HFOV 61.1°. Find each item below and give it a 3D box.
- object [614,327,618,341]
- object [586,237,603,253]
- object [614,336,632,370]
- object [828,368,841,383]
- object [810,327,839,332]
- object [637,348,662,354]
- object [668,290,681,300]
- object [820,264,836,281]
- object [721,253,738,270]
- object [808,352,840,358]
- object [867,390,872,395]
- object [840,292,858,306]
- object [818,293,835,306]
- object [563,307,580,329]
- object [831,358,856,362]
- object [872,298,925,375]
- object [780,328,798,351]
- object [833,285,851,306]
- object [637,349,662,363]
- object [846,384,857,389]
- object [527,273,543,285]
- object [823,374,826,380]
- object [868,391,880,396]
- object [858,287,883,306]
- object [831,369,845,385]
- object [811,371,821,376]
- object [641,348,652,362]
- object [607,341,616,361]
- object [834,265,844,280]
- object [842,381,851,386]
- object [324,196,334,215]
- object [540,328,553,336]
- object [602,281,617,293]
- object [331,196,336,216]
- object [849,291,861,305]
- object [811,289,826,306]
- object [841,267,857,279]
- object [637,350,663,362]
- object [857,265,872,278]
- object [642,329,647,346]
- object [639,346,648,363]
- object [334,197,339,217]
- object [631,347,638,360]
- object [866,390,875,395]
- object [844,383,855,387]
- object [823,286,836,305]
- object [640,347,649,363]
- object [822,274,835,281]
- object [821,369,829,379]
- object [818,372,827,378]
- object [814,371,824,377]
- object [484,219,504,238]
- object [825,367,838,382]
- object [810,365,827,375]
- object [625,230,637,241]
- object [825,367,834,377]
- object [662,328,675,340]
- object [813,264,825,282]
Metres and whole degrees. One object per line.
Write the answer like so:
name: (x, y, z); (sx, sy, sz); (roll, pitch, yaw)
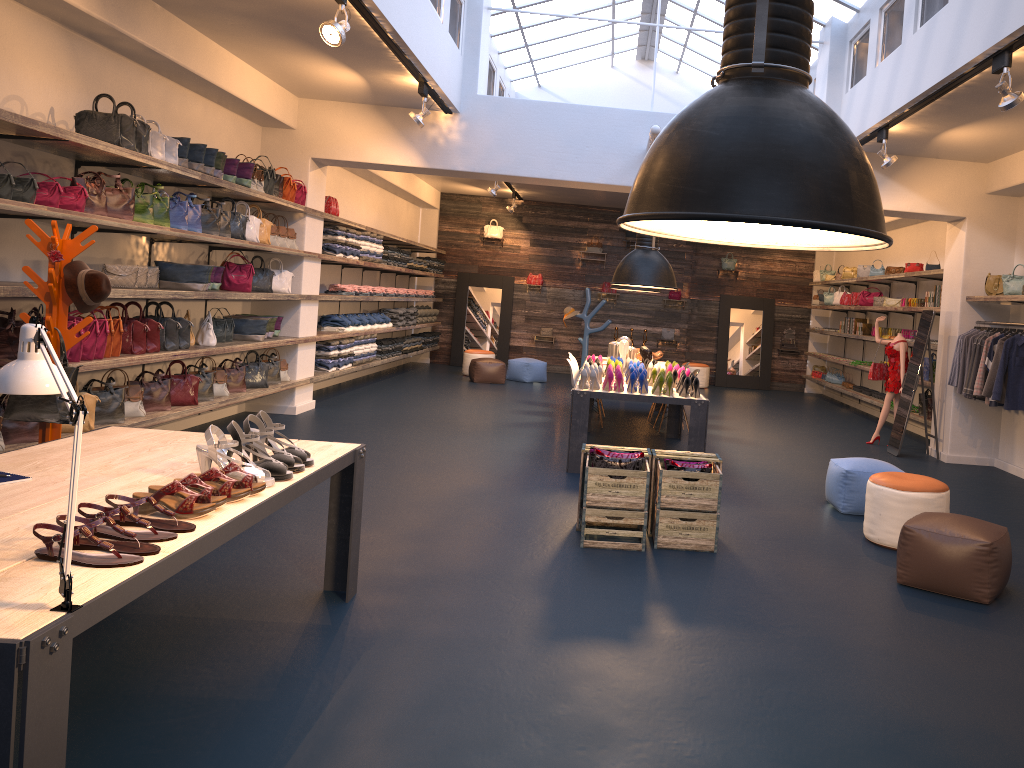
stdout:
object: (1.485, -0.592, 12.502); (0.136, 0.467, 0.144); (5, 2, 13)
object: (1.703, -2.870, 17.883); (0.344, 0.334, 0.169); (5, 2, 10)
object: (1.346, -0.371, 10.489); (0.209, 0.411, 0.195); (4, 2, -10)
object: (6.095, -0.157, 16.356); (0.255, 0.282, 0.104); (7, 3, 37)
object: (6.274, -1.077, 17.183); (0.480, 0.060, 1.528); (5, 6, 5)
object: (1.885, -0.391, 12.153); (0.458, 0.202, 0.214); (3, 4, -15)
object: (3.380, -1.867, 18.018); (0.251, 0.243, 0.216); (4, 3, -4)
object: (6.312, -2.211, 17.358); (0.191, 0.366, 0.339); (2, 4, -45)
object: (4.512, -2.548, 18.045); (0.382, 0.366, 0.169); (4, 2, -14)
object: (6.144, -0.566, 17.056); (0.351, 0.024, 1.883); (5, 6, 5)
object: (5.879, 0.149, 14.153); (0.187, 0.087, 0.066); (5, 3, -2)
object: (6.017, -1.520, 15.498); (0.149, 0.253, 0.312); (3, 4, -37)
object: (6.245, -1.671, 17.209); (0.385, 0.231, 0.193); (9, 5, 41)
object: (1.182, -1.306, 17.165); (0.338, 0.440, 0.354); (4, 3, -2)
object: (5.984, -0.432, 15.592); (0.354, 0.029, 0.890); (5, 6, 5)
object: (5.888, -0.729, 13.280); (0.453, 1.132, 2.707); (5, 5, 6)
object: (5.814, -0.949, 18.194); (0.360, 0.460, 0.233); (5, 2, -1)
object: (6.151, -1.645, 16.123); (0.208, 0.385, 0.393); (3, 4, -34)
object: (1.853, -0.366, 11.882); (0.464, 0.202, 0.211); (3, 4, -21)
object: (5.984, 0.047, 15.249); (0.218, 0.082, 0.230); (4, 5, -8)
object: (0.476, -2.154, 17.840); (0.329, 0.253, 0.141); (5, 2, 10)
object: (6.196, -0.208, 16.990); (0.190, 0.279, 0.062); (6, 2, 22)
object: (5.872, 0.156, 14.083); (0.187, 0.087, 0.066); (5, 3, -2)
object: (5.943, -1.440, 14.377); (0.354, 0.336, 0.294); (4, 3, -10)
object: (6.079, -0.137, 16.152); (0.255, 0.282, 0.104); (7, 3, 37)
object: (6.244, -0.208, 17.780); (0.204, 0.118, 0.097); (8, 4, 35)
object: (1.643, -0.293, 10.601); (0.155, 0.285, 0.154); (5, 2, 1)
object: (1.275, -0.365, 10.752); (0.177, 0.335, 0.195); (5, 2, 20)
object: (6.163, -2.079, 16.259); (0.110, 0.299, 0.274); (4, 3, -25)
object: (6.098, 0.003, 15.772); (0.205, 0.082, 0.244); (6, 5, 13)
object: (-2.305, -2.150, 10.397); (0.322, 0.244, 0.141); (4, 2, -3)
object: (0.712, -1.074, 17.865); (0.286, 0.175, 0.098); (3, 3, -23)
object: (2.016, -1.986, 17.913); (0.332, 0.254, 0.133); (4, 2, -14)
object: (-2.295, -2.159, 10.494); (0.319, 0.244, 0.142); (5, 2, 0)
object: (5.921, -1.470, 14.934); (0.144, 0.249, 0.299); (4, 4, -24)
object: (6.302, -1.774, 17.750); (0.178, 0.334, 0.325); (2, 4, -43)
object: (6.026, -1.977, 15.454); (0.216, 0.233, 0.340); (2, 5, -38)
object: (1.825, -0.342, 11.631); (0.464, 0.202, 0.211); (3, 4, -21)
object: (5.979, -1.902, 14.698); (0.085, 0.229, 0.254); (3, 4, -45)
object: (1.922, -0.559, 12.528); (0.148, 0.467, 0.131); (4, 2, -23)
object: (1.699, -0.341, 11.109); (0.155, 0.285, 0.154); (5, 2, 1)
object: (-2.280, -2.168, 10.598); (0.325, 0.244, 0.139); (4, 2, -7)
object: (1.454, -0.319, 10.675); (0.180, 0.289, 0.169); (4, 2, -10)
object: (5.886, 0.143, 14.220); (0.187, 0.087, 0.066); (5, 3, -2)
object: (6.052, 0.026, 15.511); (0.218, 0.082, 0.230); (4, 5, -8)
object: (6.139, -1.694, 16.670); (0.191, 0.366, 0.339); (2, 4, -45)
object: (1.671, -0.317, 10.858); (0.155, 0.285, 0.154); (5, 2, 1)
object: (6.240, -2.087, 17.068); (0.249, 0.173, 0.337); (2, 6, -35)
object: (6.207, -0.221, 17.121); (0.187, 0.279, 0.063); (6, 2, 32)
object: (6.219, -0.167, 17.357); (0.204, 0.118, 0.097); (8, 5, 36)
object: (6.221, -0.188, 17.566); (0.204, 0.118, 0.097); (8, 4, 35)
object: (-0.366, -3.172, 17.754); (0.442, 0.385, 0.185); (4, 2, -14)
object: (6.112, -0.176, 16.560); (0.257, 0.282, 0.103); (7, 3, 30)
object: (6.364, -0.275, 17.982); (0.342, 0.233, 0.215); (8, 4, 34)
object: (2.527, -3.060, 17.918); (0.427, 0.231, 0.174); (4, 3, -8)
object: (6.177, -0.195, 16.844); (0.187, 0.279, 0.063); (6, 2, 32)
object: (3.249, -1.037, 18.027); (0.265, 0.229, 0.082); (6, 2, 15)
object: (6.399, -2.265, 17.848); (0.401, 0.385, 0.204); (6, 3, 23)
